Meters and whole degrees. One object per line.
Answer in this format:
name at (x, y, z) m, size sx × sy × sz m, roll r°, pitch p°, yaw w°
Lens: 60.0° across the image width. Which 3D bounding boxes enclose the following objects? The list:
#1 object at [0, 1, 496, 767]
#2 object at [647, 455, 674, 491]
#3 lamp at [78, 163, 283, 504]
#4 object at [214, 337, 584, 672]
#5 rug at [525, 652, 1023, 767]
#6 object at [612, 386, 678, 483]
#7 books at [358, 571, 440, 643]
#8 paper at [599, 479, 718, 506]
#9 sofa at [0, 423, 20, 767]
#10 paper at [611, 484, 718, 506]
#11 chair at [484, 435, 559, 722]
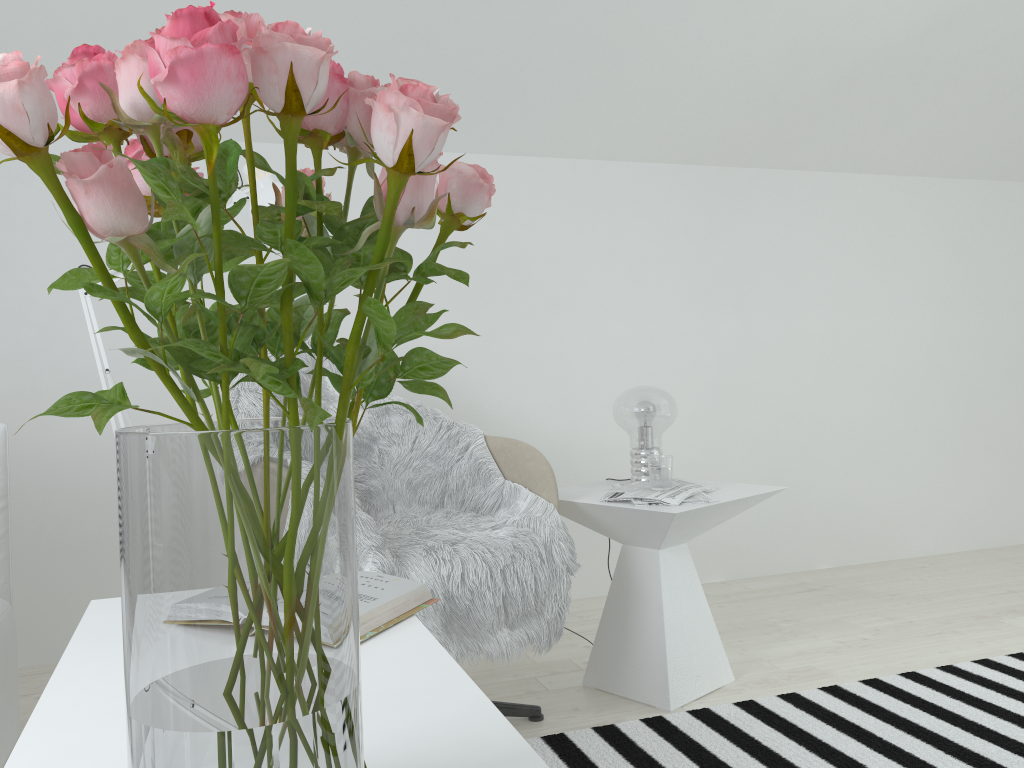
object at (-0.174, 0.036, 0.657) m, size 0.327 × 0.599 × 0.350 m, roll -2°, pitch 1°, yaw 1°
object at (0.384, 0.230, 2.288) m, size 0.067 × 0.087 × 0.067 m, roll -2°, pitch 1°, yaw -22°
lamp at (-0.732, 0.158, 2.052) m, size 0.527 × 1.373 × 0.196 m, roll -2°, pitch 1°, yaw -15°
object at (-0.341, 0.254, 2.198) m, size 0.784 × 0.789 × 0.954 m, roll -3°, pitch 1°, yaw -38°
rug at (0.519, 0.820, 1.235) m, size 4.362 × 0.004 × 1.846 m, roll -2°, pitch 1°, yaw -19°
object at (0.381, 0.144, 2.530) m, size 0.185 × 0.279 × 0.185 m, roll -2°, pitch 1°, yaw -25°
books at (-0.310, 0.311, 1.280) m, size 0.342 × 0.040 × 0.231 m, roll -1°, pitch 1°, yaw 23°
paper at (0.384, 0.277, 2.291) m, size 0.205 × 0.024 × 0.312 m, roll -1°, pitch 1°, yaw 31°
sofa at (-1.183, 0.496, 0.776) m, size 0.917 × 0.768 × 2.647 m, roll -2°, pitch 1°, yaw -19°
paper at (0.385, 0.280, 2.291) m, size 0.205 × 0.015 × 0.312 m, roll -2°, pitch 1°, yaw -4°
chair at (-0.340, 0.360, 2.207) m, size 0.719 × 0.941 × 0.776 m, roll -3°, pitch 1°, yaw -44°
